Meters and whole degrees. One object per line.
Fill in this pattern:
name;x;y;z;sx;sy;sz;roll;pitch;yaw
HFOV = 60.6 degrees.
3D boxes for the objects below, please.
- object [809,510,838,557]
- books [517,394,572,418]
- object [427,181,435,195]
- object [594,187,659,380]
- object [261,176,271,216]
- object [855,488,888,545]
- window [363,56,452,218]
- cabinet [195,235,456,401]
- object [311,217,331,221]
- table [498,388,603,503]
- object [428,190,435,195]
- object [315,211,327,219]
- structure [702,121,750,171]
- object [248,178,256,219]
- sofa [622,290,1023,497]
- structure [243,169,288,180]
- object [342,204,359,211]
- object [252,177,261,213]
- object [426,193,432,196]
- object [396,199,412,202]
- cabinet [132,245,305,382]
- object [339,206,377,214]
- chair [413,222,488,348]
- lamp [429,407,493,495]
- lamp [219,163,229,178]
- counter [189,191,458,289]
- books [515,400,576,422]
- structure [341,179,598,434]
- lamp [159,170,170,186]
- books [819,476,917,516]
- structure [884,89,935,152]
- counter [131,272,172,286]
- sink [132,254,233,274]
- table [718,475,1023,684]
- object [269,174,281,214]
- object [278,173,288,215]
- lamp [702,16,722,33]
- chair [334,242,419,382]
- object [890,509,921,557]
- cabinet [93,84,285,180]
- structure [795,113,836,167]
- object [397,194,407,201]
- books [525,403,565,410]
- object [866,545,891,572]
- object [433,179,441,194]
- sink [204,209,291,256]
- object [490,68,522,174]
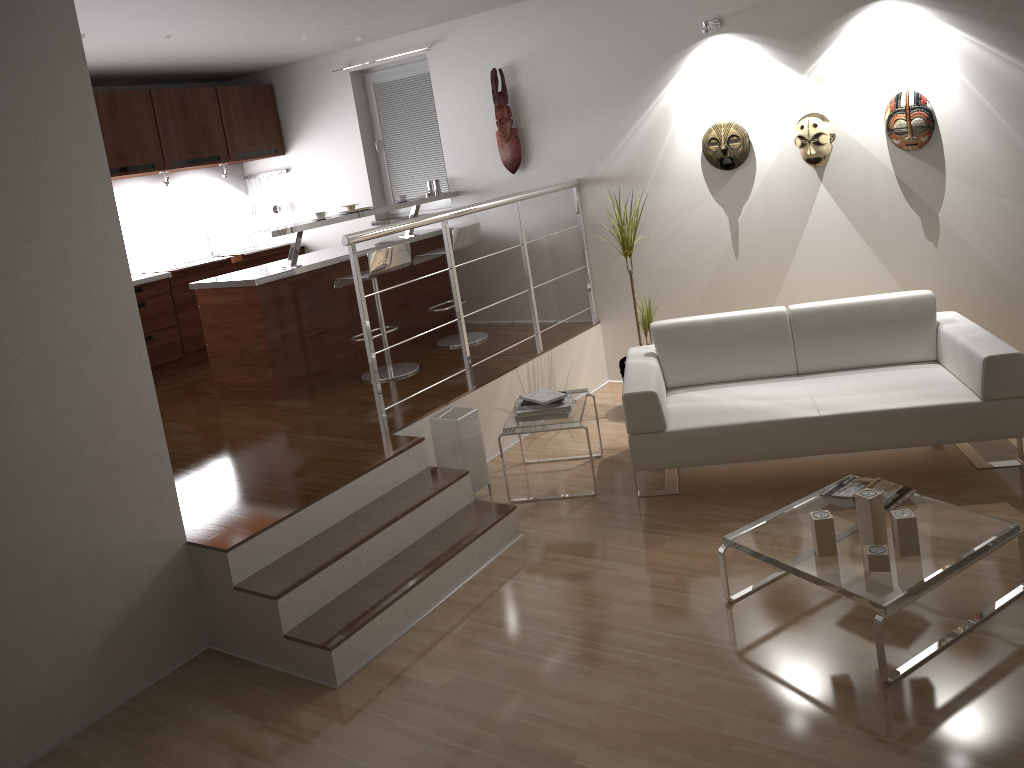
object;1.082;0.514;3.046;0.067;0.147;0.069;-8;8;6
books;0.172;0.113;4.604;0.287;0.026;0.234;-8;15;5
object;-0.639;-1.547;6.909;0.052;0.107;0.054;-6;9;20
object;0.773;-0.542;5.554;0.513;1.443;0.440;-16;10;-41
object;-2.278;-1.732;8.073;0.106;0.370;0.021;-4;8;36
object;1.252;0.461;3.054;0.068;0.192;0.067;-13;9;-29
window;-0.823;-2.026;7.242;0.840;1.240;0.145;-2;9;36
cabinet;-1.278;-0.550;6.427;0.631;0.732;1.904;-2;16;35
object;-1.269;-1.087;5.783;0.140;0.008;0.133;3;19;37
table;0.221;0.318;4.723;0.462;0.391;0.568;-7;13;11
object;-0.629;-1.500;6.850;0.051;0.044;0.052;-10;12;-7
object;-1.260;-1.113;5.790;0.079;0.045;0.068;-11;13;-10
structure;1.347;-1.509;5.558;0.316;0.309;0.071;-1;10;36
object;-2.435;-1.734;8.176;0.064;0.374;0.034;-4;8;36
sofa;1.479;0.022;4.438;1.775;0.724;0.934;-6;12;11
structure;-2.270;-1.928;8.063;0.596;0.033;0.050;2;17;35
object;-1.121;-1.237;6.153;0.129;0.041;0.144;2;18;36
object;-2.372;-1.738;8.146;0.033;0.369;0.008;-4;8;36
object;-0.652;-1.484;6.853;0.050;0.019;0.052;2;18;37
object;-0.815;-1.356;6.500;0.139;0.008;0.134;-5;16;15
cabinet;-3.071;-0.388;6.784;0.678;0.779;3.611;-2;16;35
object;-1.090;-1.234;6.210;0.218;0.010;0.318;3;19;37
chair;-0.418;-0.727;6.397;0.423;0.830;0.398;-4;10;31
lamp;-0.268;0.383;4.621;0.198;0.471;0.197;-3;10;36
lamp;-2.464;-1.831;7.512;0.080;0.122;0.081;-12;10;-14
counter;-1.241;-1.098;6.415;0.836;0.311;2.167;1;18;34
books;0.177;0.139;4.607;0.286;0.026;0.234;-5;16;15
structure;-0.115;-0.600;5.380;0.057;1.026;2.394;-4;14;36
lamp;-2.787;-1.651;7.042;0.080;0.122;0.081;-12;10;-14
books;1.372;0.423;3.378;0.208;0.054;0.293;-20;19;-37
structure;2.234;-1.485;4.939;0.264;0.347;0.077;-2;10;36
counter;-3.520;-0.537;6.173;0.679;0.039;2.167;2;18;34
sink;-2.741;-0.927;7.326;0.599;0.195;0.619;1;18;35
table;1.294;0.649;3.173;0.808;0.243;0.708;-17;16;-28
object;-2.176;-1.742;8.024;0.090;0.357;0.044;-4;8;35
object;-2.086;-1.723;7.936;0.071;0.374;0.024;-4;8;36
lamp;1.227;-2.223;5.414;0.080;0.106;0.196;-2;15;35
chair;-0.861;-0.480;5.753;0.424;0.830;0.398;-2;11;40
object;1.329;0.497;2.962;0.067;0.148;0.069;-8;8;6
cabinet;-3.100;-1.960;6.941;0.648;0.620;2.801;-1;16;35
structure;1.790;-1.450;5.224;0.242;0.322;0.133;-2;11;36
object;-0.813;-1.381;6.509;0.080;0.045;0.068;-13;13;-17
books;0.169;0.093;4.601;0.216;0.014;0.156;-8;15;5
object;1.212;0.571;2.901;0.067;0.072;0.069;-5;11;21
object;-0.588;-1.549;6.881;0.052;0.109;0.054;-6;9;20
sink;-2.405;-1.313;7.837;0.598;0.566;0.692;-1;14;35
object;-0.051;-1.934;6.449;0.152;0.773;0.153;-10;7;-9
